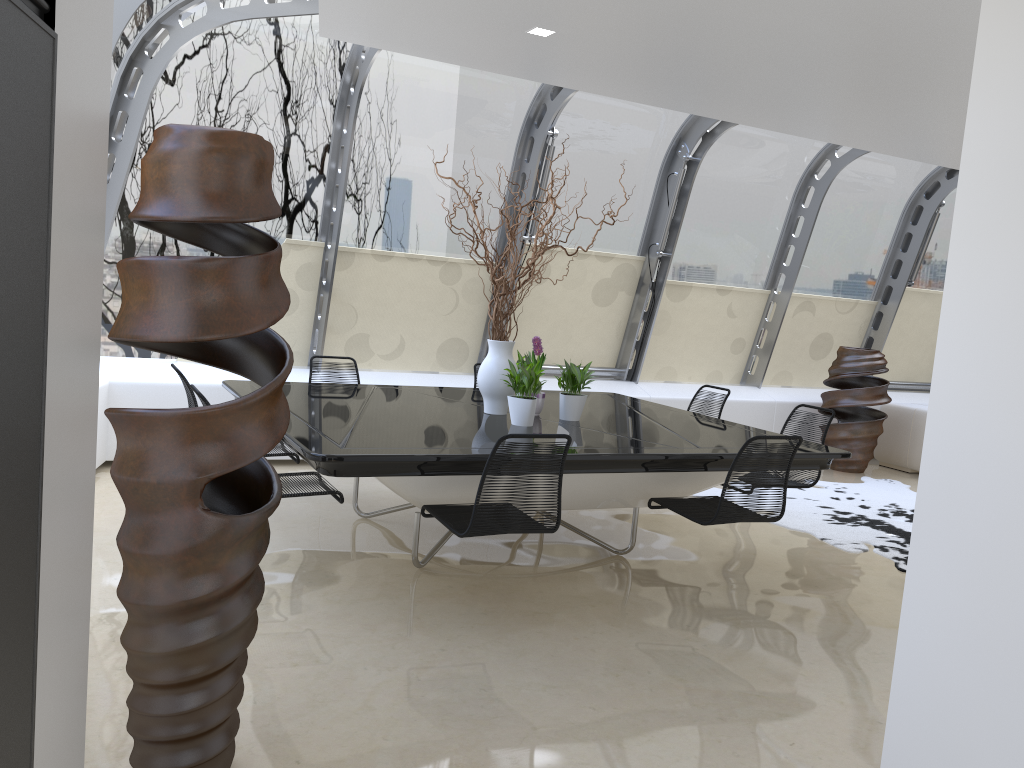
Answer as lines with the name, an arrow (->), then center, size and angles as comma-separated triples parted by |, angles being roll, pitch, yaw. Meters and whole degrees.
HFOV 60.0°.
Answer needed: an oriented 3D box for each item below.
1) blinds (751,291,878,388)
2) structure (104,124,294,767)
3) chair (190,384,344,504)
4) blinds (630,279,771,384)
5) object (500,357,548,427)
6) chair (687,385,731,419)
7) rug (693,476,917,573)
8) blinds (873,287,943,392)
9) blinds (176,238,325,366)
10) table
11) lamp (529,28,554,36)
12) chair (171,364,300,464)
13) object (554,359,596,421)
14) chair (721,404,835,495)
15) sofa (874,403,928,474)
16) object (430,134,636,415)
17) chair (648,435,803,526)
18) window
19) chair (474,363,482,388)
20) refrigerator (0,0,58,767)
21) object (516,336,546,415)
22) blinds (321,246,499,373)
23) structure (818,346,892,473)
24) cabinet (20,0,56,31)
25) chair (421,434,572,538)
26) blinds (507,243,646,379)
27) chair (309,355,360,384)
blinds -> 3.261, -0.438, 9.596 | 1.430, 1.027, 0.329 | 2, 6, -27
structure -> -0.889, 0.231, 2.505 | 0.493, 1.843, 0.498 | 3, 6, -16
chair -> -1.181, 0.284, 4.255 | 0.688, 0.519, 0.446 | 2, 6, -27
blinds -> 1.885, -0.487, 8.907 | 1.430, 1.027, 0.329 | 2, 6, -27
object -> 0.066, 0.041, 4.857 | 0.284, 0.369, 0.215 | 6, 6, 12
chair -> 1.209, 0.266, 6.477 | 0.688, 0.519, 0.446 | 2, 6, -27
rug -> 3.105, 1.068, 6.652 | 2.705, 0.008, 3.220 | 2, 6, -27
blinds -> 4.648, -0.479, 10.245 | 1.376, 1.214, 0.387 | 2, 6, -27
blinds -> -2.522, -0.134, 6.958 | 1.829, 2.118, 0.663 | 2, 6, -27
table -> -0.024, 0.552, 5.357 | 3.031, 0.759, 2.494 | 2, 6, -27
lamp -> 6.605, -1.167, 2.745 | 9.928, 0.004, 9.775 | 2, 6, -26
chair -> -1.588, 0.167, 5.078 | 0.688, 0.519, 0.446 | 2, 6, -27
object -> 0.361, 0.029, 5.234 | 0.284, 0.369, 0.215 | 6, 6, 7
chair -> 1.648, 0.392, 5.590 | 0.688, 0.519, 0.446 | 2, 6, -27
sofa -> 6.397, 0.697, 8.870 | 4.169, 0.866, 3.257 | 2, 6, -27
object -> 0.114, -0.572, 5.065 | 1.135, 1.549, 1.031 | 1, 7, -34
chair -> 1.080, 0.456, 4.467 | 0.446, 0.519, 0.688 | 2, 6, -27
window -> 4.654, 0.197, 2.235 | 16.171, 3.674, 16.693 | 3, 6, -21
chair -> -0.028, 0.138, 6.704 | 0.446, 0.519, 0.688 | 2, 6, -27
refrigerator -> -0.778, 0.373, 0.946 | 0.234, 1.742, 1.006 | 4, 6, -13
object -> 0.096, -0.069, 5.473 | 0.238, 0.476, 0.417 | 5, 6, 1
blinds -> -0.868, -0.585, 7.530 | 1.430, 1.027, 0.329 | 2, 6, -27
structure -> 3.422, 0.267, 8.885 | 0.672, 1.258, 0.674 | 10, 7, 40
cabinet -> -0.912, 0.087, 0.268 | 0.831, 2.558, 2.252 | 4, 6, -12
chair -> -0.061, 0.415, 3.896 | 0.446, 0.519, 0.688 | 2, 6, -27
blinds -> 0.531, -0.625, 8.185 | 1.376, 1.214, 0.387 | 2, 6, -27
chair -> -1.168, 0.098, 6.133 | 0.446, 0.519, 0.688 | 2, 6, -27
